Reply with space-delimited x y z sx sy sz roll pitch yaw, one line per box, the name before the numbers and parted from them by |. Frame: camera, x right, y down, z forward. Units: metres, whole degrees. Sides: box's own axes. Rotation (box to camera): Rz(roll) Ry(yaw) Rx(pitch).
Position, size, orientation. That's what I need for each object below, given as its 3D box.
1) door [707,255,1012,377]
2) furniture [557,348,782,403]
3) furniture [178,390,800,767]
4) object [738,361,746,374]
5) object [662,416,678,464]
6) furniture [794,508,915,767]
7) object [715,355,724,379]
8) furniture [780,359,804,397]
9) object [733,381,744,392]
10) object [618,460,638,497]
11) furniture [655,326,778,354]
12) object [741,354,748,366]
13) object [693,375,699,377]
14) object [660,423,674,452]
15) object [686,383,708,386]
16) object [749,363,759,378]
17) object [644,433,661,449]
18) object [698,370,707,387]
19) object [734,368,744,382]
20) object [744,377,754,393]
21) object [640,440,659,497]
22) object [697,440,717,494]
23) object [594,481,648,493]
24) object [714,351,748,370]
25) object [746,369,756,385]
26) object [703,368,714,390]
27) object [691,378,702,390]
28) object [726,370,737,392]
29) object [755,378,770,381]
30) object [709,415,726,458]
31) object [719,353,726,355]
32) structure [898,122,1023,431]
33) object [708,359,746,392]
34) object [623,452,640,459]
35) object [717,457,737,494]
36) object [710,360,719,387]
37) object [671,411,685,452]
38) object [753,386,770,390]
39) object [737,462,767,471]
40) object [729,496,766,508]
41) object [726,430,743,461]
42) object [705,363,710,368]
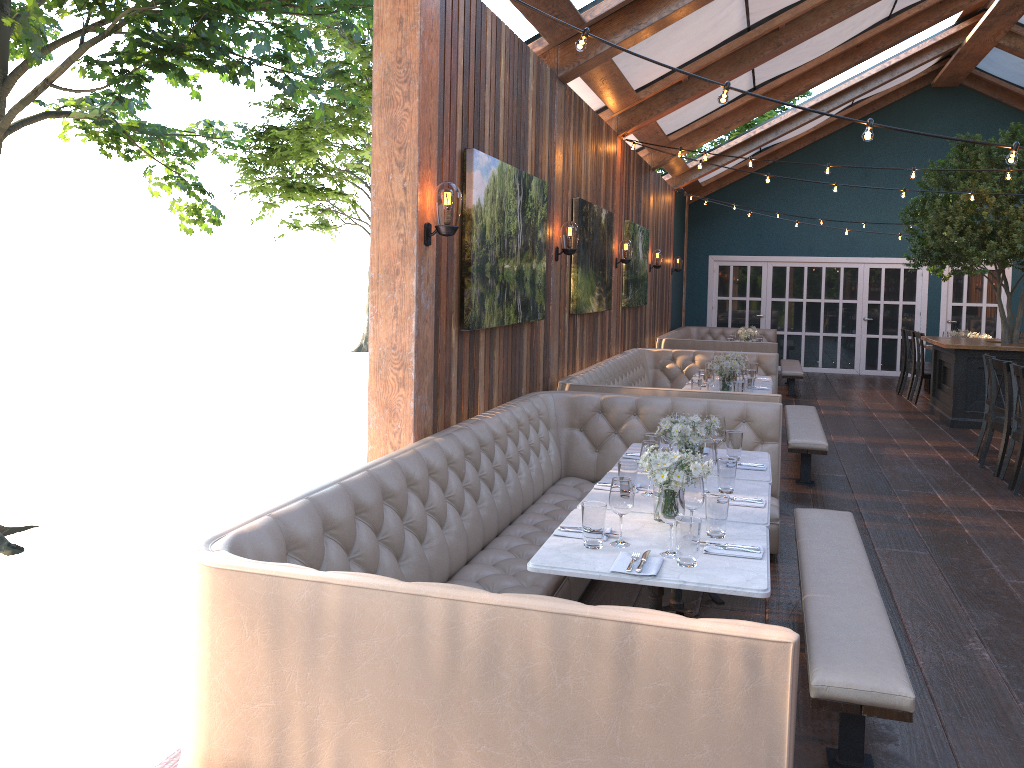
door | 7.779 -1.211 16.349 8.178 2.202 0.174 3 3 16
furniture | 1.669 0.244 8.501 1.710 0.855 4.176 3 7 16
furniture | 0.385 0.721 4.157 1.710 0.855 4.176 3 7 16
object | 2.166 -0.096 8.382 0.092 0.243 0.092 0 4 -26
object | 0.847 0.300 4.731 0.092 0.243 0.092 0 4 -26
furniture | 1.417 1.008 3.875 0.313 0.397 2.339 3 7 16
object | 2.126 -0.177 9.065 0.092 0.243 0.092 0 4 -26
furniture | 4.418 -0.109 14.025 0.313 0.397 2.339 3 7 16
object | 1.881 0.060 7.354 0.092 0.157 0.092 -2 5 -37
object | 0.517 0.426 3.956 0.092 0.157 0.092 1 4 3
furniture | 3.383 -0.394 14.298 1.710 0.855 4.176 3 7 16
object | 2.391 -0.182 9.163 0.092 0.243 0.092 0 4 -26
object | 2.018 -0.084 9.218 0.255 0.019 0.158 3 7 17
object | 0.890 0.305 5.063 0.092 0.157 0.092 1 4 3
object | 1.797 -0.003 8.474 0.255 0.019 0.158 3 7 17
object | 2.510 -0.139 9.184 0.092 0.157 0.092 1 4 3
object | 0.744 0.345 4.695 0.092 0.157 0.092 1 4 3
object | 1.793 -0.052 8.299 0.092 0.157 0.092 1 4 3
object | 1.958 -0.017 7.660 0.092 0.243 0.092 0 4 -26
object | 2.060 0.024 7.700 0.092 0.157 0.092 1 4 3
object | 0.621 0.381 3.992 0.092 0.243 0.092 -1 4 -31
object | 0.888 0.381 4.038 0.092 0.243 0.092 -1 4 -31
object | 0.514 0.476 4.126 0.255 0.019 0.158 3 7 17
object | 2.188 -0.182 8.841 0.337 0.308 0.330 4 6 28
object | 2.275 -0.056 8.425 0.092 0.157 0.092 1 4 3
object | 1.682 -0.014 7.580 0.092 0.243 0.092 2 3 19
object | 1.569 0.033 7.530 0.092 0.157 0.092 1 4 3
object | 1.845 0.005 7.454 0.092 0.243 0.092 0 4 -26
object | 2.500 -0.050 9.016 0.255 0.019 0.158 3 7 17
object | 1.114 0.297 4.806 0.092 0.243 0.092 0 4 -26
object | 2.210 -0.202 9.293 0.092 0.243 0.092 0 4 -26
structure | 6.206 -1.358 10.923 2.718 3.683 2.860 3 5 25
object | 1.917 -0.081 7.921 0.337 0.308 0.330 4 6 33
object | 0.740 0.395 4.865 0.255 0.019 0.158 3 7 17
object | 0.989 0.422 4.078 0.092 0.157 0.092 1 4 3
object | 1.906 -0.098 8.343 0.092 0.243 0.092 0 4 -26
object | 0.928 0.275 4.959 0.092 0.243 0.092 0 4 -26
object | 2.273 0.033 8.256 0.255 0.019 0.158 3 7 17
object | 1.217 0.426 4.682 0.255 0.019 0.158 3 7 17
object | 0.990 0.511 3.915 0.255 0.019 0.158 3 7 17
object | 1.216 0.338 4.845 0.092 0.157 0.092 1 4 3
object | 2.016 -0.133 9.039 0.092 0.157 0.092 1 4 3
